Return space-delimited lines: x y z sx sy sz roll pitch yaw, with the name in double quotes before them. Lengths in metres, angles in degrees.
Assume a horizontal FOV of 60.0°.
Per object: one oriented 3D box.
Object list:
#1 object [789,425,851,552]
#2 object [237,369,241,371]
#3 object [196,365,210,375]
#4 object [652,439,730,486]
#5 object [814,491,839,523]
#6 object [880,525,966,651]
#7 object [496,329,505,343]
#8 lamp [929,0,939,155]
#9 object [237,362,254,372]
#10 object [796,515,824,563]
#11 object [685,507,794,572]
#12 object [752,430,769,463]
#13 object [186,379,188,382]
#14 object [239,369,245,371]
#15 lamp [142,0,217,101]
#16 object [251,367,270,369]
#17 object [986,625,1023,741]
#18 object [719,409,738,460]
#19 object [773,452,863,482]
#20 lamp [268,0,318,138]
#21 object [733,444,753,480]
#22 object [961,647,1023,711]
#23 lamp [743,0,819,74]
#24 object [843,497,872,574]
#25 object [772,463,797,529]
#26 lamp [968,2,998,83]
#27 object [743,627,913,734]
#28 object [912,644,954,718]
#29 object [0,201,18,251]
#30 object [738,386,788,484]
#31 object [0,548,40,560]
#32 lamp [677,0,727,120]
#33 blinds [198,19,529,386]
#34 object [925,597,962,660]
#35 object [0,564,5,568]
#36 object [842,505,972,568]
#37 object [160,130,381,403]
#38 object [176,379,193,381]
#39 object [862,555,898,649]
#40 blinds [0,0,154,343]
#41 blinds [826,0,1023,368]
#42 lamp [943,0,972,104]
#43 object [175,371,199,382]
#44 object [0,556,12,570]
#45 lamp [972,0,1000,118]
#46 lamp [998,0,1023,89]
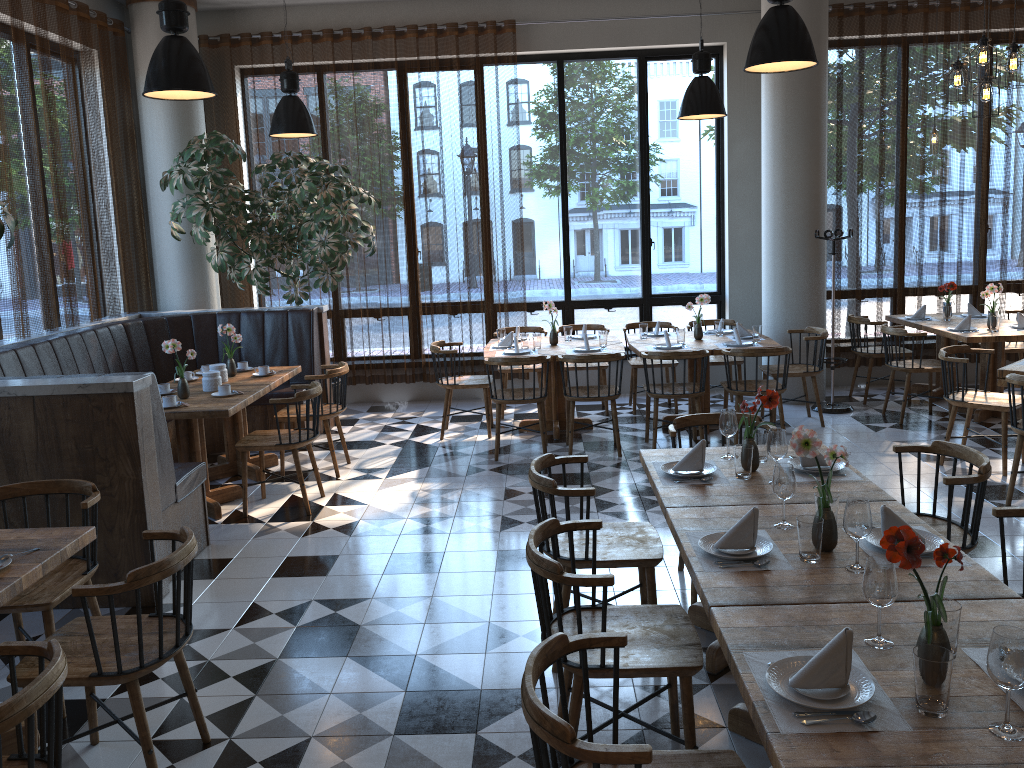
"object" 0.971 0.326 2.808 0.207 0.398 0.147 -9 11 -39
"object" -2.142 -0.109 6.940 0.052 0.023 0.050 -10 12 -36
"object" -2.377 -0.111 6.909 0.175 0.066 0.177 0 10 15
"object" 0.742 0.304 3.716 0.272 0.136 0.354 -2 10 2
"object" 1.049 0.432 2.954 0.080 0.131 0.080 3 10 32
"object" 0.921 0.496 2.009 0.171 0.353 0.157 4 11 39
"object" -0.097 -0.427 7.945 0.080 0.131 0.080 -4 9 -13
"lamp" 3.907 -3.116 8.157 0.078 1.952 0.078 -6 9 -22
"object" -2.126 -0.138 7.002 0.176 0.066 0.177 -4 10 -8
"object" 0.916 0.479 2.725 0.080 0.131 0.080 0 9 17
"object" 0.717 0.465 2.835 0.272 0.136 0.354 -2 10 2
"object" 1.073 0.271 3.834 0.080 0.131 0.080 3 10 32
"object" -2.416 -0.020 6.533 0.053 0.025 0.049 -6 10 -20
"object" -2.108 -0.107 6.939 0.052 0.023 0.050 -10 12 -36
"lamp" -1.861 -2.500 4.740 0.390 1.854 0.393 -2 8 4
"object" -1.992 -0.126 7.021 0.155 0.023 0.034 -4 10 -7
"object" 1.004 0.603 1.791 0.081 0.214 0.082 -3 8 -6
"object" 0.954 0.221 3.906 0.081 0.214 0.081 -8 10 -34
"object" 1.266 0.287 3.690 0.272 0.136 0.354 -2 10 2
"lamp" -1.797 -2.913 7.001 0.390 1.854 0.393 0 8 14
"object" 0.941 0.318 3.606 0.080 0.131 0.080 4 11 37
"object" 1.217 0.602 1.965 0.272 0.136 0.354 -2 10 2
"lamp" 1.404 -2.616 4.631 0.390 1.854 0.392 -4 8 -10
"object" 1.027 0.449 2.635 0.081 0.214 0.082 -3 8 -6
"object" 0.929 0.382 3.026 0.081 0.214 0.081 -8 10 -34
"lamp" 3.291 -3.166 6.136 0.175 2.059 0.176 -4 8 -12
"object" 0.693 0.619 1.991 0.272 0.136 0.354 -2 10 2
"object" 0.893 0.633 1.881 0.080 0.131 0.080 0 9 17
"object" -2.881 -0.094 3.626 1.482 2.765 1.762 -5 9 -17
"object" 1.021 0.200 3.616 0.166 0.353 0.297 -1 9 7
"object" -1.698 0.581 3.055 0.034 0.023 0.156 2 11 26
"lamp" 1.467 -3.029 6.891 0.391 1.854 0.392 -5 9 -20
"blinds" -1.487 -1.764 9.035 3.198 3.561 0.156 -2 8 2
"object" 1.025 0.586 2.109 0.080 0.131 0.080 3 10 32
"object" -1.694 0.606 2.913 0.050 0.023 0.052 -3 10 -2
"object" 1.241 0.448 2.809 0.272 0.136 0.354 -2 10 2
"object" -2.167 -0.959 8.225 1.759 2.765 1.484 -9 11 -39
"object" -2.438 -0.026 6.566 0.156 0.012 0.034 -7 11 -26
"object" 0.905 0.536 2.181 0.081 0.214 0.082 -3 8 -6
"blinds" -3.627 -1.065 5.675 0.155 3.559 5.579 -2 10 2
"blinds" 6.557 -2.049 8.760 7.264 3.561 0.161 -2 8 2
"lamp" 3.306 -3.137 6.524 0.175 2.059 0.176 5 11 44
"object" -2.436 -0.058 6.627 0.176 0.066 0.176 -12 14 -42
"object" -1.759 0.585 2.935 0.176 0.066 0.177 1 10 17
"lamp" 3.431 -2.979 6.356 0.175 2.059 0.176 -4 8 -12
"lamp" 3.501 -3.117 6.133 0.175 2.059 0.176 -6 9 -23
